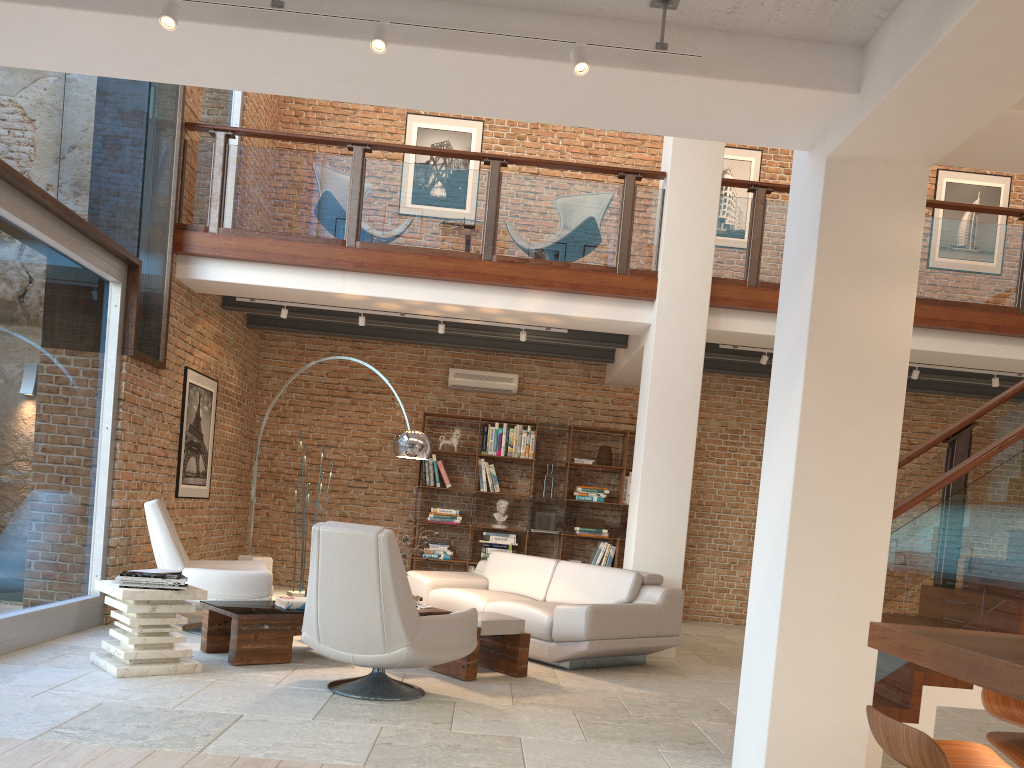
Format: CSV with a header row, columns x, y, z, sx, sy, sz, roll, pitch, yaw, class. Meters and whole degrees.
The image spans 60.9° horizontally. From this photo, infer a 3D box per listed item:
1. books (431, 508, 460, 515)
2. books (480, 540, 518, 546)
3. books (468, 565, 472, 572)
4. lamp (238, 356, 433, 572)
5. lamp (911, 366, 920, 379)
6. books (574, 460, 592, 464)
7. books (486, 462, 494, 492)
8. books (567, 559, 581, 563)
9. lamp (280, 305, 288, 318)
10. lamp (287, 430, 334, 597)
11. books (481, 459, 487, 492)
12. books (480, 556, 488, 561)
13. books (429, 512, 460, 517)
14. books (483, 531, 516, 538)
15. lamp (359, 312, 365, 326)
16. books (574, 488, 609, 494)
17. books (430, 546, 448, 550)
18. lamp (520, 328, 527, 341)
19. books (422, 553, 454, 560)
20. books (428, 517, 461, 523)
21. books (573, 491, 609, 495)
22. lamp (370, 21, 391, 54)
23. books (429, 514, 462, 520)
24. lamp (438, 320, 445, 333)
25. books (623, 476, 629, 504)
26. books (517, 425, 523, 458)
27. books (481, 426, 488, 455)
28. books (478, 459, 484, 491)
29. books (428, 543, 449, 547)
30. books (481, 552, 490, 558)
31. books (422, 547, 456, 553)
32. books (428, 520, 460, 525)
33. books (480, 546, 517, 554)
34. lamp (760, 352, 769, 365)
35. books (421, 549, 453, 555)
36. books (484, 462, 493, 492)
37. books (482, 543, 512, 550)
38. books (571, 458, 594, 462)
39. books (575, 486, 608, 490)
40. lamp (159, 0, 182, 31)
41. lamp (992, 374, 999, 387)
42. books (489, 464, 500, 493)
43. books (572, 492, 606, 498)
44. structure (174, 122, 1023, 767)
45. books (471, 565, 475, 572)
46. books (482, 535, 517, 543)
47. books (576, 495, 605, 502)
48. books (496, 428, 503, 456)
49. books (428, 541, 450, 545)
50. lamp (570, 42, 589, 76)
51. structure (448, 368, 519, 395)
x,y,z,sx,sy,sz,roll,pitch,yaw,class
-0.773,1.491,10.217,0.326,0.055,0.257,5,-8,1,books
-0.159,1.862,10.239,0.445,0.020,0.274,5,-8,-2,books
-0.509,2.319,10.252,0.036,0.382,0.244,5,-1,-1,books
-1.533,0.933,7.508,2.019,2.342,0.321,4,1,35,lamp
3.857,-0.099,8.334,0.061,0.128,0.086,5,-1,1,lamp
0.828,0.919,10.184,0.206,0.033,0.133,5,-8,-2,books
-0.255,1.099,10.226,0.125,0.347,0.273,5,-2,-1,books
0.736,2.098,10.303,0.133,0.033,0.207,6,-8,-6,books
-2.120,-0.667,8.118,0.060,0.128,0.085,5,-1,-32,lamp
-2.207,1.427,9.502,0.421,1.814,0.198,4,2,-32,lamp
-0.327,1.072,10.203,0.103,0.382,0.244,5,-1,-1,books
-0.177,2.079,10.243,0.380,0.064,0.246,6,-8,-7,books
-0.785,1.529,10.220,0.356,0.020,0.274,6,-8,-3,books
-0.147,1.771,10.249,0.380,0.036,0.246,5,-8,-2,books
-1.401,-0.602,8.146,0.061,0.120,0.086,5,-1,1,lamp
0.928,1.253,10.242,0.380,0.036,0.246,6,-8,-8,books
-0.860,1.922,10.247,0.206,0.033,0.133,5,-8,-2,books
0.106,-0.461,8.210,0.060,0.115,0.095,5,-2,5,lamp
-0.861,2.019,10.229,0.326,0.055,0.258,4,-8,8,books
-0.799,1.591,10.209,0.380,0.036,0.246,6,-8,-6,books
0.924,1.282,10.252,0.381,0.018,0.246,6,-8,-9,books
-0.474,-1.246,3.128,0.061,0.128,0.086,5,-1,1,lamp
-0.784,1.555,10.201,0.380,0.036,0.246,6,-8,-8,books
-0.660,-0.528,8.173,0.061,0.128,0.086,5,-1,1,lamp
1.319,1.255,10.265,0.055,0.328,0.255,5,-2,-1,books
0.090,0.682,10.210,0.036,0.382,0.244,5,-1,-1,books
-0.318,0.672,10.206,0.055,0.328,0.255,5,-2,-1,books
-0.365,1.072,10.226,0.101,0.382,0.244,5,-1,-1,books
-0.863,1.897,10.252,0.237,0.019,0.172,6,-8,-9,books
-0.174,2.022,10.260,0.362,0.055,0.285,5,-8,1,books
-0.860,1.945,10.224,0.381,0.018,0.246,6,-8,-9,books
-0.792,1.622,10.217,0.356,0.020,0.274,5,-8,-2,books
-0.157,1.961,10.242,0.381,0.064,0.245,7,-8,-15,books
2.396,-0.238,8.280,0.060,0.128,0.085,5,-1,-32,lamp
-0.878,1.972,10.235,0.380,0.036,0.246,5,-8,-2,books
-0.276,1.095,10.216,0.125,0.347,0.273,5,-2,-1,books
-0.178,1.897,10.227,0.327,0.055,0.257,6,-8,-7,books
0.825,0.893,10.189,0.237,0.019,0.172,6,-8,-9,books
0.928,1.227,10.261,0.356,0.020,0.274,6,-8,-3,books
-1.215,-1.322,3.101,0.061,0.120,0.086,5,-1,1,lamp
4.635,-0.027,8.355,0.088,0.128,0.059,6,0,-42,lamp
-0.207,1.110,10.213,0.158,0.328,0.255,5,-2,-1,books
0.905,1.309,10.263,0.380,0.036,0.246,5,-8,-2,books
2.047,-0.228,3.569,10.159,4.109,13.980,5,-7,-1,structure
-0.473,2.325,10.269,0.036,0.382,0.244,5,-1,-1,books
-0.147,1.823,10.255,0.380,0.064,0.246,6,-8,-7,books
0.922,1.356,10.257,0.326,0.055,0.258,4,-8,8,books
-0.147,0.688,10.213,0.055,0.328,0.255,5,-2,-1,books
-0.851,1.868,10.231,0.252,0.017,0.164,5,-8,-2,books
0.245,-1.178,3.156,0.060,0.128,0.085,5,-1,-32,lamp
-0.337,-0.028,10.280,0.813,0.218,0.201,5,-3,-2,structure
